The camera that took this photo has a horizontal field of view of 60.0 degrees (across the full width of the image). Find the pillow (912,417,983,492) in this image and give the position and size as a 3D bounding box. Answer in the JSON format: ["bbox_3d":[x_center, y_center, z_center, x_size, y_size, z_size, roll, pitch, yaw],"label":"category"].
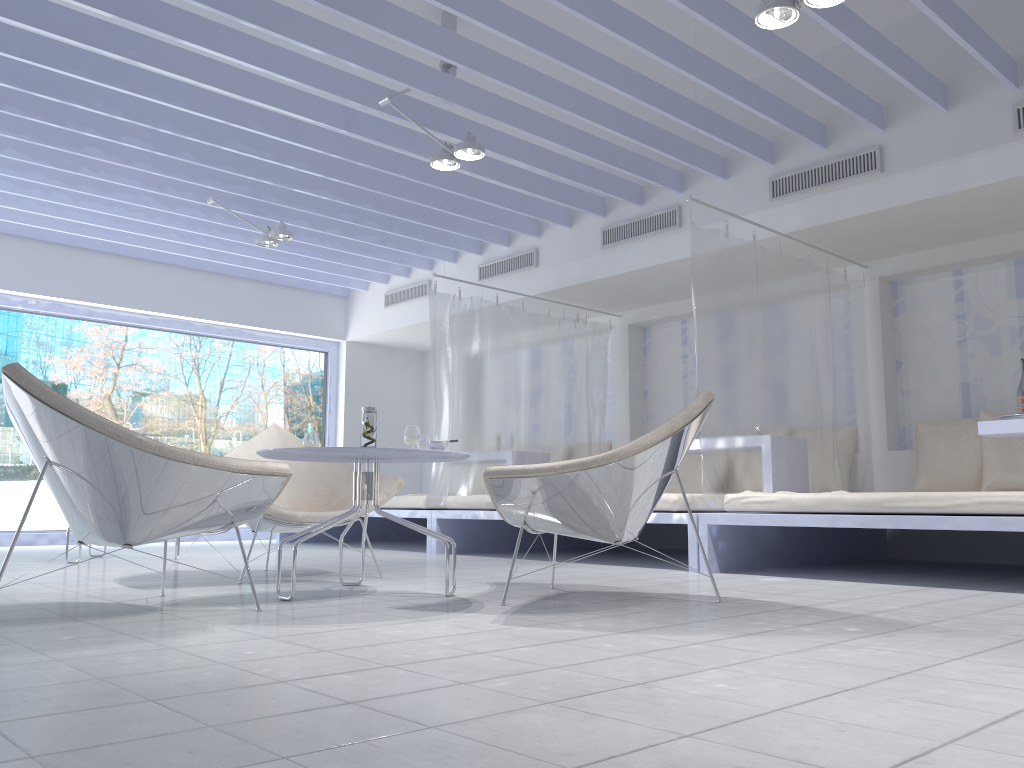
[{"bbox_3d":[2.739,0.465,5.493,0.230,0.521,0.524,7,-10,-40],"label":"pillow"}]

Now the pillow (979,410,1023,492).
[{"bbox_3d":[3.013,0.398,5.165,0.537,0.527,0.233,-4,-9,27],"label":"pillow"}]

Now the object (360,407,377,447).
[{"bbox_3d":[-0.567,0.184,3.512,0.075,0.189,0.075,-6,-10,39],"label":"object"}]

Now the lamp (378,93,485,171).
[{"bbox_3d":[-0.457,-1.373,4.805,0.587,0.218,0.380,7,-11,-42],"label":"lamp"}]

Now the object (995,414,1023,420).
[{"bbox_3d":[2.580,0.166,4.307,0.275,0.031,0.429,7,-10,-41],"label":"object"}]

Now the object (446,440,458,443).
[{"bbox_3d":[-0.253,0.220,3.371,0.098,0.016,0.012,-2,-8,13],"label":"object"}]

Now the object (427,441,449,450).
[{"bbox_3d":[-0.282,0.241,3.380,0.082,0.043,0.082,-2,-8,15],"label":"object"}]

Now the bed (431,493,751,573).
[{"bbox_3d":[0.928,0.945,5.983,2.016,0.427,2.200,7,-11,-42],"label":"bed"}]

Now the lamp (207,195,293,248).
[{"bbox_3d":[-1.888,-1.169,6.342,0.587,0.218,0.380,7,-11,-42],"label":"lamp"}]

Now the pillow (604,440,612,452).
[{"bbox_3d":[0.619,0.757,7.788,0.231,0.510,0.572,7,-10,-41],"label":"pillow"}]

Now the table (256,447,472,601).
[{"bbox_3d":[-0.572,0.538,3.428,0.823,0.534,0.825,-6,-10,38],"label":"table"}]

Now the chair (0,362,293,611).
[{"bbox_3d":[-1.274,0.343,2.862,0.906,0.759,0.753,-7,-11,42],"label":"chair"}]

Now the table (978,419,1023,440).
[{"bbox_3d":[2.783,0.375,4.048,0.416,0.450,1.065,7,-11,-42],"label":"table"}]

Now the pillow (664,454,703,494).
[{"bbox_3d":[1.430,0.636,6.782,0.307,0.482,0.528,6,-10,-38],"label":"pillow"}]

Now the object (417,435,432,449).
[{"bbox_3d":[-0.366,0.263,3.724,0.068,0.091,0.068,-6,-10,39],"label":"object"}]

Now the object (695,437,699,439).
[{"bbox_3d":[1.232,0.377,5.934,0.082,0.043,0.082,-1,-8,8],"label":"object"}]

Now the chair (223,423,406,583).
[{"bbox_3d":[-1.070,0.543,4.317,0.906,0.759,0.753,5,-9,-32],"label":"chair"}]

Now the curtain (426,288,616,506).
[{"bbox_3d":[0.143,0.164,6.878,2.050,1.552,0.151,7,-10,-42],"label":"curtain"}]

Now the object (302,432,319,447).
[{"bbox_3d":[-0.816,0.244,3.598,0.068,0.091,0.068,3,-8,-20],"label":"object"}]

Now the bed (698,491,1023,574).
[{"bbox_3d":[2.436,0.736,4.386,2.022,0.422,2.200,7,-11,-42],"label":"bed"}]

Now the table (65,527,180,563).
[{"bbox_3d":[-2.406,0.803,5.425,0.825,0.534,0.823,0,-8,4],"label":"table"}]

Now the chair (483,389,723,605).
[{"bbox_3d":[0.387,0.408,3.286,0.753,0.759,0.906,-2,-8,17],"label":"chair"}]

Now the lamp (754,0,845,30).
[{"bbox_3d":[0.960,-1.575,3.282,0.587,0.218,0.380,7,-11,-42],"label":"lamp"}]

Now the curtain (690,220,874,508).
[{"bbox_3d":[1.677,-0.026,5.286,1.998,1.559,0.125,8,-11,-44],"label":"curtain"}]

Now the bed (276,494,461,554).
[{"bbox_3d":[-0.558,1.163,7.604,2.022,0.422,2.200,7,-11,-42],"label":"bed"}]

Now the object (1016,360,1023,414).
[{"bbox_3d":[2.543,0.026,4.387,0.092,0.302,0.092,-2,-8,15],"label":"object"}]

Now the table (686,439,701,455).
[{"bbox_3d":[1.294,0.587,5.648,0.416,0.450,1.065,7,-11,-42],"label":"table"}]

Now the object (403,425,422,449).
[{"bbox_3d":[-0.364,0.199,3.252,0.068,0.091,0.068,2,-8,-14],"label":"object"}]
